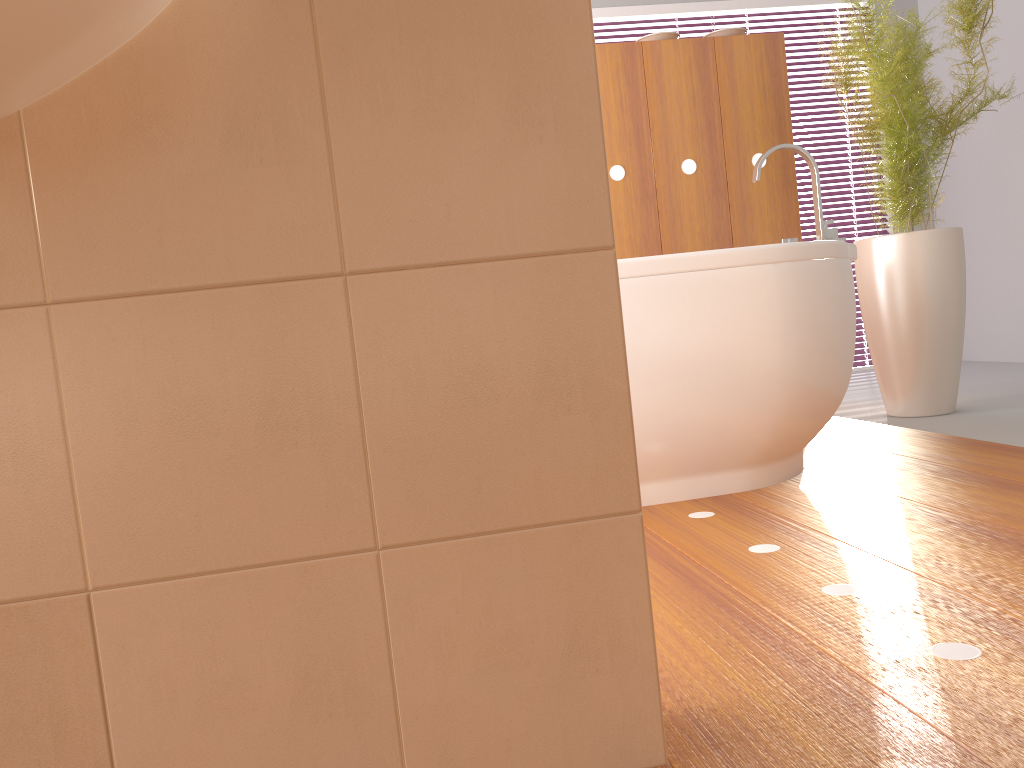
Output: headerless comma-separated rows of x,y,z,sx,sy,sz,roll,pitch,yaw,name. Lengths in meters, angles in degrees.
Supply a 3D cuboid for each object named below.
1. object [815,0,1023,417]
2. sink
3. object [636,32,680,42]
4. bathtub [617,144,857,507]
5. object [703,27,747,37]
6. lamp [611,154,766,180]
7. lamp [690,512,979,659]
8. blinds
1.474,-0.676,3.089,0.683,1.557,1.335,-5,4,24,object
-0.547,-0.313,0.508,0.683,0.516,0.539,-7,4,-8,sink
0.565,-1.309,3.428,0.173,0.046,0.173,-7,4,-8,object
0.070,-0.150,2.446,1.874,0.900,0.888,-7,4,-8,bathtub
0.832,-1.341,3.467,0.173,0.046,0.173,-7,4,-8,object
0.391,-0.784,3.292,1.169,0.052,0.001,-7,4,-8,lamp
-0.895,0.544,0.363,3.173,0.001,2.893,-7,4,-8,lamp
-0.187,-0.857,4.730,4.712,2.022,0.032,-7,4,-8,blinds
